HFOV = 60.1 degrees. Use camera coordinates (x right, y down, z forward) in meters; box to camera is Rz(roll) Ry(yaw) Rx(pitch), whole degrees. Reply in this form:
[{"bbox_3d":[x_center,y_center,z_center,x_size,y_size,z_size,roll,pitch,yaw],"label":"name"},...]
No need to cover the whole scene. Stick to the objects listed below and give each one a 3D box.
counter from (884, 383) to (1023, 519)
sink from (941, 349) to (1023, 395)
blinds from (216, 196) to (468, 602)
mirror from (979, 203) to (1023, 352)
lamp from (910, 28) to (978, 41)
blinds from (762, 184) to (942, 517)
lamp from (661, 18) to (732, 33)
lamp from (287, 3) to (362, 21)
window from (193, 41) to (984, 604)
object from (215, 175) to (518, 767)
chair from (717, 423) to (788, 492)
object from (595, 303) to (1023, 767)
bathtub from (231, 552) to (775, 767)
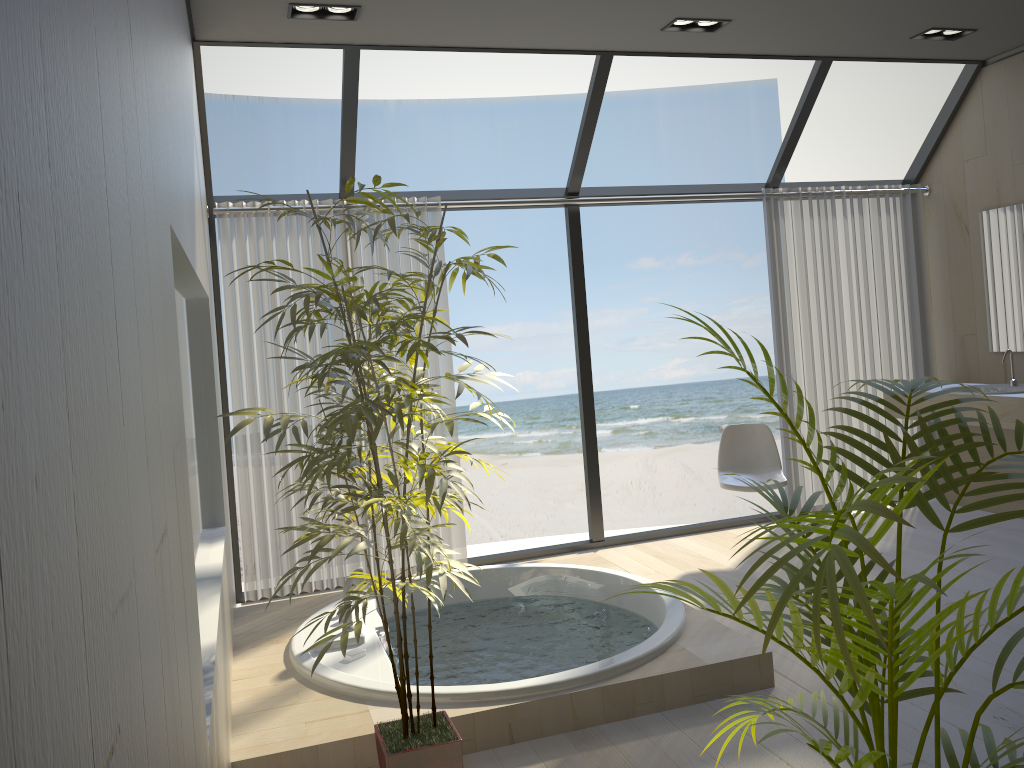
[{"bbox_3d":[2.853,0.427,5.182,0.551,0.790,1.205,-5,2,-17],"label":"counter"},{"bbox_3d":[2.787,0.019,5.137,0.504,0.419,0.574,-5,2,-14],"label":"sink"},{"bbox_3d":[-0.895,0.041,4.759,1.184,2.071,0.084,-4,0,-17],"label":"blinds"},{"bbox_3d":[3.034,-0.624,5.178,0.023,0.868,0.653,-4,1,-17],"label":"mirror"},{"bbox_3d":[2.329,-1.943,4.789,0.301,0.112,0.164,-5,2,-17],"label":"lamp"},{"bbox_3d":[2.206,-0.245,5.722,1.184,2.071,0.084,-4,0,-17],"label":"blinds"},{"bbox_3d":[0.899,-1.811,4.345,0.301,0.112,0.164,-5,2,-17],"label":"lamp"},{"bbox_3d":[-0.814,-1.653,3.813,0.301,0.112,0.164,-5,2,-17],"label":"lamp"},{"bbox_3d":[0.695,-0.438,5.060,4.566,2.814,0.744,-5,0,-17],"label":"window"},{"bbox_3d":[-0.364,0.332,2.363,0.786,1.756,0.936,-4,1,8],"label":"object"},{"bbox_3d":[1.364,0.423,5.078,0.368,0.347,0.455,-4,2,11],"label":"chair"},{"bbox_3d":[0.687,0.498,1.553,1.067,1.345,0.872,-5,1,-29],"label":"object"},{"bbox_3d":[-0.189,1.067,3.632,1.823,0.698,1.647,-5,3,-17],"label":"bathtub"}]
